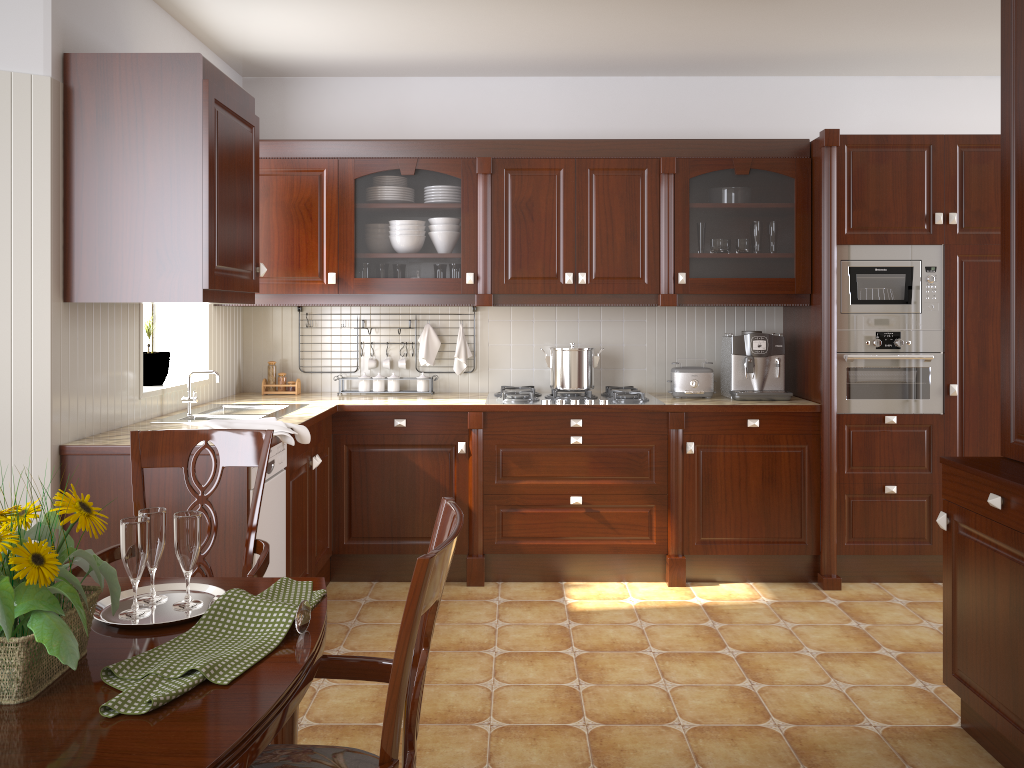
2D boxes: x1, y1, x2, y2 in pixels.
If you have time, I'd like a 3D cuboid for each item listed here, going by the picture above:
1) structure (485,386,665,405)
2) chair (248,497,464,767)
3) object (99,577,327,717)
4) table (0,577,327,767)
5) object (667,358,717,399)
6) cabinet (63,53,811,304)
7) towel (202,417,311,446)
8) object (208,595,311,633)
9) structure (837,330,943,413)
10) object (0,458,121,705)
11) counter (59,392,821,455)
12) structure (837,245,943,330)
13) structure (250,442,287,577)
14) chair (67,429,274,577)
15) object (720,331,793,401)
[{"bbox_3d":[0.286,0.050,4.247,0.815,0.046,0.592,0,5,0],"label":"structure"},{"bbox_3d":[-0.295,0.560,1.194,0.459,0.745,0.405,0,1,1],"label":"chair"},{"bbox_3d":[-0.399,0.339,1.270,0.166,0.056,0.529,1,5,14],"label":"object"},{"bbox_3d":[-1.114,0.649,1.198,1.677,0.558,0.736,0,3,0],"label":"table"},{"bbox_3d":[0.870,-0.027,4.268,0.243,0.188,0.141,0,2,1],"label":"object"},{"bbox_3d":[-0.009,-0.699,3.439,2.780,0.778,1.372,0,3,0],"label":"cabinet"},{"bbox_3d":[-0.867,0.171,3.060,0.344,0.097,0.330,-3,5,-37],"label":"towel"},{"bbox_3d":[-0.375,0.339,1.310,0.146,0.046,0.047,1,2,14],"label":"object"},{"bbox_3d":[1.696,-0.054,3.980,0.494,0.375,0.041,0,0,0],"label":"structure"},{"bbox_3d":[-0.679,0.242,1.122,0.299,0.337,0.319,0,2,-8],"label":"object"},{"bbox_3d":[-0.007,0.133,3.641,2.782,0.032,1.830,0,5,0],"label":"counter"},{"bbox_3d":[1.696,-0.448,4.137,0.495,0.386,0.317,0,2,0],"label":"structure"},{"bbox_3d":[-0.998,0.580,2.979,0.379,0.746,0.424,0,1,0],"label":"structure"},{"bbox_3d":[-0.737,0.500,1.939,0.404,0.745,0.460,0,1,-3],"label":"chair"},{"bbox_3d":[1.172,-0.092,4.256,0.274,0.321,0.324,0,2,0],"label":"object"}]
